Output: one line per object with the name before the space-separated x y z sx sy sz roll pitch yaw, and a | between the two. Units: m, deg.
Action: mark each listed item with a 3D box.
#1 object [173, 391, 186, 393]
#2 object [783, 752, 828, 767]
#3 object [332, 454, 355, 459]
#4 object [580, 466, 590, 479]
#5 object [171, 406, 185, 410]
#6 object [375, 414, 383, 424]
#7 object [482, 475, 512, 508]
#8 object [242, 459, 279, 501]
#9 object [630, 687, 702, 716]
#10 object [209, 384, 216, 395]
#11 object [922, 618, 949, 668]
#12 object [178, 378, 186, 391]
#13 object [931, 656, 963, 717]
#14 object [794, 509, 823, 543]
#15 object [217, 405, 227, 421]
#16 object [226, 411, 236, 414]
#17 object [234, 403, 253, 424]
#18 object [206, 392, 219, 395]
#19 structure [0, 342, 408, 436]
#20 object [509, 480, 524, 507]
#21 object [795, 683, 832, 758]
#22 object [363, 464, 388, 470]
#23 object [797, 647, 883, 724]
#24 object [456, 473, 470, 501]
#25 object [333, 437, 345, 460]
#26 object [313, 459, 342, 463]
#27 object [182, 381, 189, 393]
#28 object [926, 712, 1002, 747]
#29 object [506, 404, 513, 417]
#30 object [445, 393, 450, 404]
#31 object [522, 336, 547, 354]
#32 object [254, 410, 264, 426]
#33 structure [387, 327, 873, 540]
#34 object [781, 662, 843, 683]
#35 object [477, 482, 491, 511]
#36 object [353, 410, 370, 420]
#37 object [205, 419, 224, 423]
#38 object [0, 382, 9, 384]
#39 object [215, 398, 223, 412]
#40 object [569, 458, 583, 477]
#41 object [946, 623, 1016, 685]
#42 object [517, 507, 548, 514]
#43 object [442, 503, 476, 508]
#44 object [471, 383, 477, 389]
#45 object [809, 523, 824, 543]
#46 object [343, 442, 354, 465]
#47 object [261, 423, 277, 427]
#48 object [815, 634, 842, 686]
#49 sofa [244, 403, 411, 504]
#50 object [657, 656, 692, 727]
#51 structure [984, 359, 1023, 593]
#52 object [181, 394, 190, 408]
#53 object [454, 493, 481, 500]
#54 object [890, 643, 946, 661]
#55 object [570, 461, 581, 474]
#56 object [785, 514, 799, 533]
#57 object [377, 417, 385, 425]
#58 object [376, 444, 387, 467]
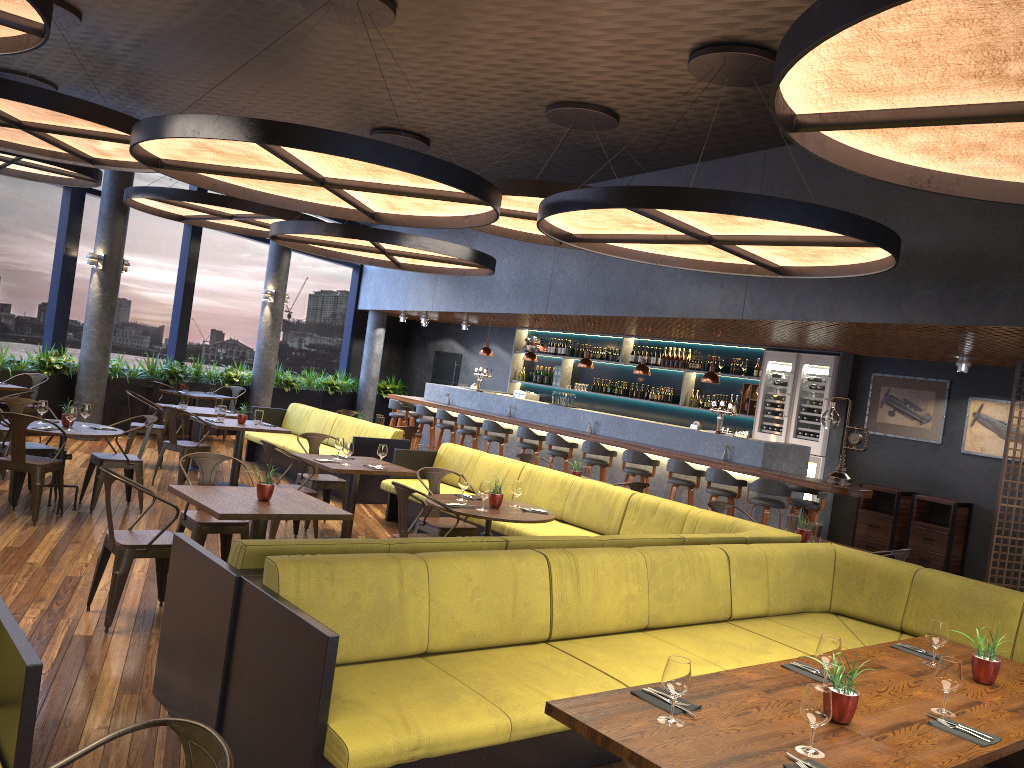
object | -5.281 0.122 14.079 0.255 0.019 0.157 8 1 27
object | 0.905 1.144 2.611 0.157 0.019 0.255 7 1 -39
object | -1.630 0.709 8.615 0.157 0.019 0.255 7 1 -39
object | 0.752 0.950 9.222 0.102 0.178 0.102 9 1 36
object | -4.287 0.298 11.336 0.157 0.019 0.255 7 1 -40
object | -1.906 0.532 12.703 0.102 0.178 0.102 8 1 -4
object | -0.111 0.815 6.836 0.238 0.271 0.260 8 1 -18
object | -1.608 0.620 5.784 0.260 0.271 0.238 8 1 -4
object | 0.546 1.088 3.044 0.157 0.019 0.255 7 1 -39
object | -4.899 0.089 14.485 0.102 0.178 0.102 9 1 43
object | 1.924 1.173 4.021 0.097 0.206 0.097 8 1 6
object | -5.403 -0.028 14.503 0.260 0.271 0.238 7 1 -38
object | 1.647 1.143 3.356 0.097 0.206 0.097 8 1 6
object | 2.381 1.158 7.262 0.260 0.271 0.238 7 1 -38
object | -3.439 0.347 10.507 0.102 0.178 0.102 7 1 -34
object | -3.756 0.367 11.731 0.157 0.019 0.255 7 1 -40
object | -3.185 0.335 10.525 0.238 0.271 0.260 8 1 0
object | -4.952 0.160 14.655 0.255 0.019 0.157 8 1 27
structure | -5.982 0.094 13.922 0.808 1.413 17.112 8 1 26
object | 0.039 0.869 7.029 0.097 0.206 0.097 8 1 2
object | 0.949 1.053 2.781 0.097 0.206 0.097 8 1 6
object | -1.270 0.765 8.182 0.157 0.019 0.255 7 1 -39
object | 1.165 1.043 3.114 0.238 0.271 0.260 8 1 -18
object | -0.380 0.811 6.971 0.097 0.206 0.097 8 1 -14
object | -1.647 0.614 8.442 0.097 0.206 0.097 9 1 42
object | -1.688 0.707 8.163 0.255 0.019 0.157 7 1 -39
object | -5.244 0.044 14.242 0.102 0.178 0.102 8 1 33
object | 1.603 1.234 3.186 0.157 0.019 0.255 7 1 -39
object | -0.029 0.420 14.218 0.114 0.203 0.069 8 1 11
object | -1.125 0.249 15.555 0.114 0.203 0.069 8 1 8
object | 0.436 -0.759 17.166 0.229 0.319 0.579 7 1 -39
object | -3.027 0.403 10.590 0.102 0.178 0.102 8 1 16
structure | 1.694 0.523 13.543 2.700 2.700 9.298 7 1 -39
object | 1.244 1.178 3.619 0.157 0.019 0.255 7 1 -39
object | -0.208 0.840 6.628 0.097 0.206 0.097 8 1 -1
object | -2.091 0.465 12.286 0.238 0.271 0.260 7 1 -34
object | -3.479 0.424 10.336 0.157 0.019 0.255 7 1 -40
object | -6.534 -0.016 11.299 0.255 0.019 0.157 8 1 27
object | -3.835 0.277 11.590 0.102 0.178 0.102 8 1 26
object | 0.687 0.892 9.378 0.238 0.271 0.260 8 1 -18
object | 2.067 1.159 3.857 0.238 0.271 0.260 8 1 -18
object | 0.154 0.981 6.913 0.255 0.019 0.157 8 1 -7
object | -0.390 0.909 6.666 0.255 0.019 0.157 7 1 -37
object | -0.511 0.063 16.880 0.766 0.106 0.200 7 1 -39
object | 2.440 1.214 7.132 0.102 0.178 0.102 9 1 36
object | -1.506 0.638 8.131 0.097 0.206 0.097 7 1 -39
object | -2.949 0.493 10.731 0.157 0.019 0.255 7 1 -40
object | 1.226 1.083 3.446 0.097 0.206 0.097 8 1 6
sofa | -2.621 0.843 11.880 0.966 0.914 3.061 7 1 -39
object | 0.528 0.993 2.871 0.097 0.206 0.097 8 1 6
structure | 5.867 1.159 9.588 1.319 2.700 0.050 8 1 -9
object | -4.247 0.220 11.507 0.102 0.178 0.102 8 1 26
object | -0.344 0.909 7.139 0.157 0.019 0.255 7 1 -33
object | 1.941 1.268 4.194 0.157 0.019 0.255 7 1 -39
object | 0.681 0.935 9.603 0.102 0.178 0.102 8 1 -4
object | 2.361 1.198 7.499 0.102 0.178 0.102 9 1 36
object | -1.825 0.549 12.287 0.102 0.178 0.102 9 1 36
object | -1.227 0.674 8.352 0.097 0.206 0.097 9 1 42
